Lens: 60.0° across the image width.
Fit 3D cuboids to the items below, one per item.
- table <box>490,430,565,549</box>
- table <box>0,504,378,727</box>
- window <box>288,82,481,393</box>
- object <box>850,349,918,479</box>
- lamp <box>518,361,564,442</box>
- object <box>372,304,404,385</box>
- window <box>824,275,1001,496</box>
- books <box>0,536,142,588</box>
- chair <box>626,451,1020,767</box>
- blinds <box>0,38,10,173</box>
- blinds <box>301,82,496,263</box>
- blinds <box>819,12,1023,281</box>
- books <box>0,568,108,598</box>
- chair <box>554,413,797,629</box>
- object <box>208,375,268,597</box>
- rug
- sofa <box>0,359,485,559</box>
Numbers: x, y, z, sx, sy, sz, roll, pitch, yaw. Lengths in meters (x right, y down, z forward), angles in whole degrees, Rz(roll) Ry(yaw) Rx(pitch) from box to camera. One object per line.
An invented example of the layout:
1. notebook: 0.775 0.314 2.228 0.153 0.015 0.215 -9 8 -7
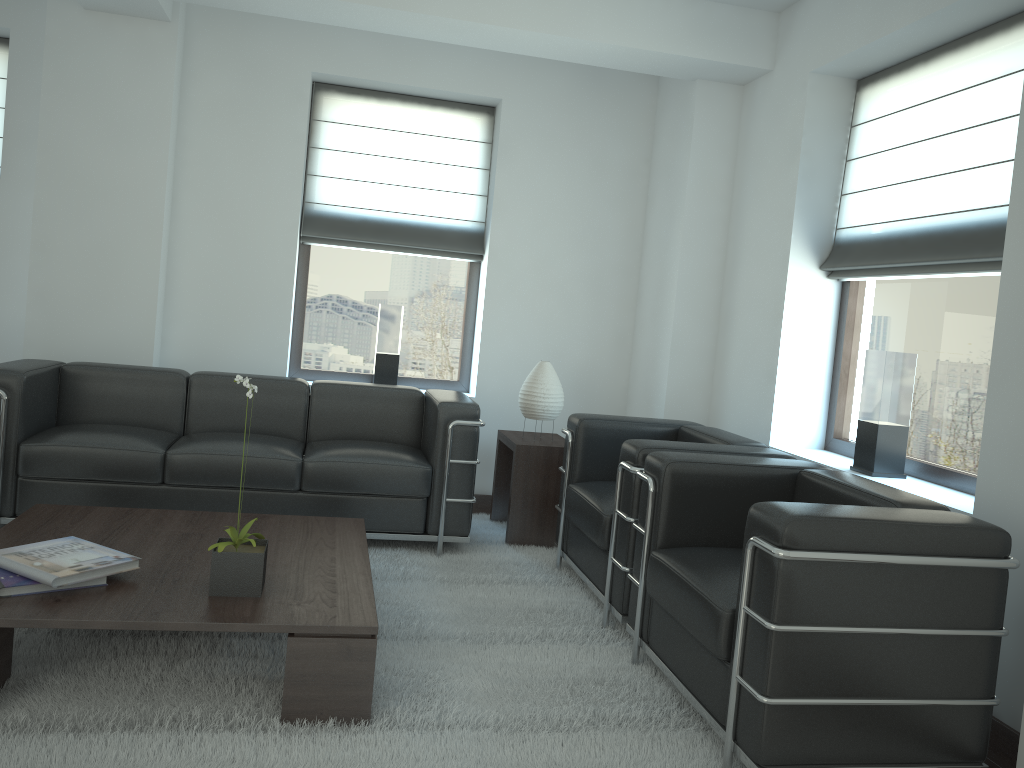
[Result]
1. table: 0.173 0.870 7.335 0.526 0.844 0.788 5 3 -12
2. table: -1.725 1.095 4.553 1.935 0.440 1.925 4 4 -12
3. window: -1.133 -1.342 8.399 1.699 2.728 0.146 5 3 -12
4. object: 2.336 0.182 5.558 0.238 0.775 0.244 5 3 -12
5. lamp: 0.239 0.133 7.240 0.375 0.654 0.375 6 3 18
6. object: -1.150 -0.347 8.216 0.238 0.775 0.244 5 3 -12
7. window: 2.739 -0.762 5.538 0.146 2.728 2.137 5 3 -12
8. books: -2.062 0.810 4.068 0.519 0.045 0.446 8 5 29
9. chair: 1.313 1.038 4.259 1.123 1.169 1.649 5 4 -12
10. blinds: -5.044 -2.263 7.394 1.685 1.474 0.223 5 3 -12
11. blinds: -1.037 -1.950 8.217 1.685 1.474 0.223 5 3 -12
12. blinds: 2.633 -1.398 5.474 0.222 1.474 2.128 5 4 -12
13. books: -2.154 0.849 4.047 0.445 0.045 0.519 2 6 -41
14. chair: 0.990 0.882 5.909 1.123 1.169 1.649 5 4 -12
15. object: -1.242 0.454 4.108 0.252 0.991 0.336 5 3 -12
16. rug: -1.479 1.271 5.046 6.248 0.110 5.180 4 4 -12
17. sofa: -2.025 0.545 6.636 3.474 1.168 1.126 5 3 -12
